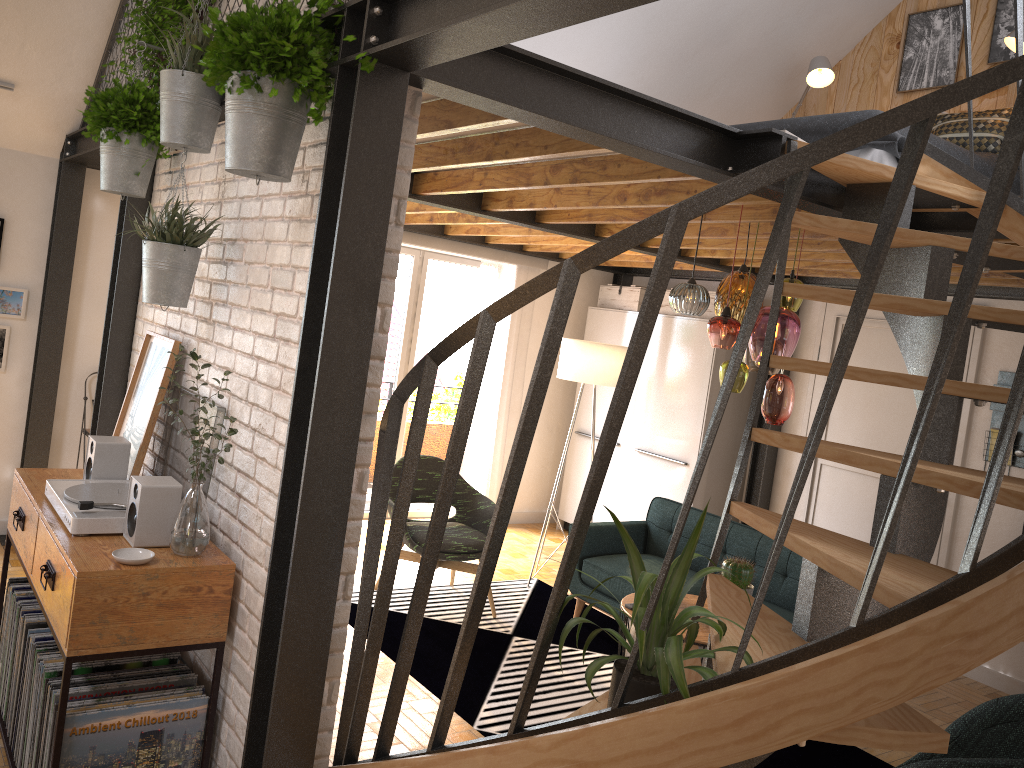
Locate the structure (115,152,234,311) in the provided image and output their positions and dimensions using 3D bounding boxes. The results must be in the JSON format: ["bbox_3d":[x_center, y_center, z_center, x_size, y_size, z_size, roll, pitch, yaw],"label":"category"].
[{"bbox_3d":[-1.119,-0.508,2.971,0.384,0.534,0.361,7,3,-27],"label":"structure"}]

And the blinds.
[{"bbox_3d":[-0.127,0.046,7.533,0.665,2.283,0.124,7,2,-37],"label":"blinds"}]

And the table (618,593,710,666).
[{"bbox_3d":[0.780,1.289,3.925,0.681,0.685,0.682,8,3,3],"label":"table"}]

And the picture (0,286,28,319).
[{"bbox_3d":[-3.086,-0.500,5.372,0.250,0.183,0.023,6,3,-36],"label":"picture"}]

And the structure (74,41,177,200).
[{"bbox_3d":[-1.555,-1.074,3.606,0.423,0.651,0.439,8,2,-6],"label":"structure"}]

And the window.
[{"bbox_3d":[-0.700,-0.692,2.048,7.766,4.459,8.666,6,4,-36],"label":"window"}]

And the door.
[{"bbox_3d":[2.472,0.558,6.107,0.088,2.297,1.205,7,3,-36],"label":"door"}]

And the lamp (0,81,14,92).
[{"bbox_3d":[-4.183,-1.682,3.911,3.482,0.261,0.208,5,4,-36],"label":"lamp"}]

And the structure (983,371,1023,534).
[{"bbox_3d":[3.052,0.475,5.333,0.099,1.075,0.444,7,2,-36],"label":"structure"}]

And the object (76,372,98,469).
[{"bbox_3d":[-2.422,0.508,5.591,0.577,1.077,0.634,7,3,-36],"label":"object"}]

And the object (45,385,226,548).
[{"bbox_3d":[-1.262,0.229,2.945,0.414,0.414,0.790,6,4,-36],"label":"object"}]

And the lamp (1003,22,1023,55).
[{"bbox_3d":[3.229,-1.657,5.072,0.851,0.813,0.194,9,2,10],"label":"lamp"}]

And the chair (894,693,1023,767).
[{"bbox_3d":[1.394,1.339,2.572,0.904,0.963,0.895,10,4,39],"label":"chair"}]

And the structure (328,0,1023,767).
[{"bbox_3d":[0.837,-0.155,2.486,2.244,3.813,1.633,7,2,-21],"label":"structure"}]

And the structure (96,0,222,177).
[{"bbox_3d":[-1.350,-1.662,3.686,0.430,1.677,2.136,7,3,-36],"label":"structure"}]

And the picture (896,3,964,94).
[{"bbox_3d":[2.855,-2.280,6.030,0.017,0.553,0.423,7,3,-36],"label":"picture"}]

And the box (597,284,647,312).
[{"bbox_3d":[1.065,-0.734,7.702,0.375,0.218,0.644,6,4,-26],"label":"box"}]

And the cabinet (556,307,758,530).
[{"bbox_3d":[1.268,0.437,7.472,0.807,2.000,1.512,7,3,-36],"label":"cabinet"}]

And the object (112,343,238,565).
[{"bbox_3d":[-0.973,0.191,2.601,0.290,0.620,0.296,7,2,-21],"label":"object"}]

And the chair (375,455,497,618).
[{"bbox_3d":[-0.465,0.926,5.503,0.751,0.829,0.786,7,3,-30],"label":"chair"}]

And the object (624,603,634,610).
[{"bbox_3d":[0.591,0.986,3.948,0.207,0.013,0.051,5,5,-36],"label":"object"}]

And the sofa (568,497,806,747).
[{"bbox_3d":[1.210,1.225,4.984,0.822,0.781,1.981,6,4,-36],"label":"sofa"}]

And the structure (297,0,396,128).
[{"bbox_3d":[-0.332,-1.581,2.332,0.457,1.868,1.310,7,3,-40],"label":"structure"}]

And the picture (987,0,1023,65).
[{"bbox_3d":[3.210,-2.283,5.554,0.011,0.506,0.382,7,3,-36],"label":"picture"}]

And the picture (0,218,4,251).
[{"bbox_3d":[-3.183,-0.839,5.259,0.260,0.335,0.021,6,2,-36],"label":"picture"}]

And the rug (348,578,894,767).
[{"bbox_3d":[0.515,1.568,4.368,1.696,0.010,3.515,5,5,-36],"label":"rug"}]

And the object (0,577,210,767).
[{"bbox_3d":[-1.471,1.085,3.035,0.403,0.573,1.318,6,4,-36],"label":"object"}]

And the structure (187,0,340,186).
[{"bbox_3d":[-0.640,-0.851,2.341,0.423,0.651,0.439,8,2,-6],"label":"structure"}]

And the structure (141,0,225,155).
[{"bbox_3d":[-1.056,-1.062,2.957,0.385,0.606,0.348,9,2,16],"label":"structure"}]

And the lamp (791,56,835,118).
[{"bbox_3d":[2.164,-1.916,6.538,0.194,0.812,0.851,8,3,7],"label":"lamp"}]

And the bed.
[{"bbox_3d":[1.917,-1.349,5.247,2.284,1.020,2.131,5,5,-36],"label":"bed"}]

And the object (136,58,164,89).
[{"bbox_3d":[-1.894,-1.657,5.038,0.530,0.591,0.456,10,3,36],"label":"object"}]

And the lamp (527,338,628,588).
[{"bbox_3d":[0.865,0.676,5.369,0.570,1.716,2.368,7,3,-28],"label":"lamp"}]

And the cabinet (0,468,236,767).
[{"bbox_3d":[-1.428,0.898,2.987,0.455,0.962,1.270,7,4,-36],"label":"cabinet"}]

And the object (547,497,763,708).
[{"bbox_3d":[0.324,0.515,2.006,0.530,0.591,0.456,11,4,41],"label":"object"}]

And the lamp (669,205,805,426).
[{"bbox_3d":[1.038,-0.350,4.043,0.618,1.012,0.491,8,2,4],"label":"lamp"}]

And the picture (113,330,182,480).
[{"bbox_3d":[-1.421,0.093,3.386,0.126,0.575,0.412,7,3,-36],"label":"picture"}]

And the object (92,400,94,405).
[{"bbox_3d":[-2.399,0.079,5.639,0.491,0.474,0.397,7,3,-24],"label":"object"}]

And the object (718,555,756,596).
[{"bbox_3d":[0.981,0.904,3.904,0.190,0.295,0.172,9,3,27],"label":"object"}]

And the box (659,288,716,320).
[{"bbox_3d":[1.547,-0.618,7.064,0.375,0.218,0.644,5,5,-41],"label":"box"}]

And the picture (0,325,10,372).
[{"bbox_3d":[-3.165,-0.222,5.356,0.201,0.284,0.022,6,2,-37],"label":"picture"}]
